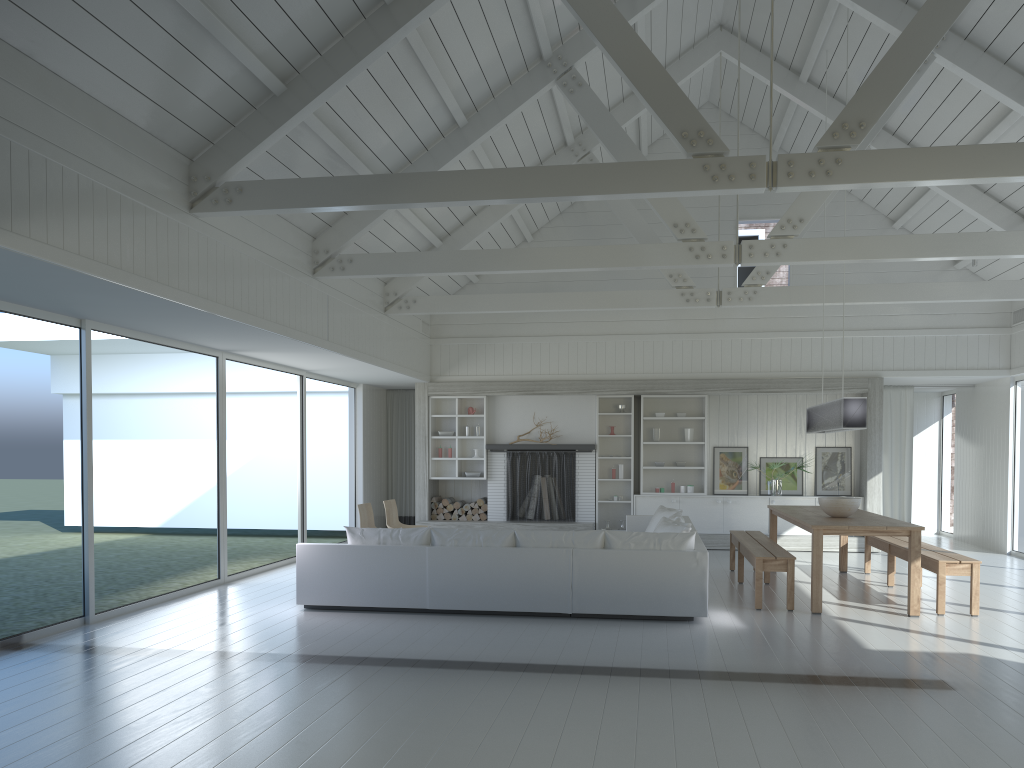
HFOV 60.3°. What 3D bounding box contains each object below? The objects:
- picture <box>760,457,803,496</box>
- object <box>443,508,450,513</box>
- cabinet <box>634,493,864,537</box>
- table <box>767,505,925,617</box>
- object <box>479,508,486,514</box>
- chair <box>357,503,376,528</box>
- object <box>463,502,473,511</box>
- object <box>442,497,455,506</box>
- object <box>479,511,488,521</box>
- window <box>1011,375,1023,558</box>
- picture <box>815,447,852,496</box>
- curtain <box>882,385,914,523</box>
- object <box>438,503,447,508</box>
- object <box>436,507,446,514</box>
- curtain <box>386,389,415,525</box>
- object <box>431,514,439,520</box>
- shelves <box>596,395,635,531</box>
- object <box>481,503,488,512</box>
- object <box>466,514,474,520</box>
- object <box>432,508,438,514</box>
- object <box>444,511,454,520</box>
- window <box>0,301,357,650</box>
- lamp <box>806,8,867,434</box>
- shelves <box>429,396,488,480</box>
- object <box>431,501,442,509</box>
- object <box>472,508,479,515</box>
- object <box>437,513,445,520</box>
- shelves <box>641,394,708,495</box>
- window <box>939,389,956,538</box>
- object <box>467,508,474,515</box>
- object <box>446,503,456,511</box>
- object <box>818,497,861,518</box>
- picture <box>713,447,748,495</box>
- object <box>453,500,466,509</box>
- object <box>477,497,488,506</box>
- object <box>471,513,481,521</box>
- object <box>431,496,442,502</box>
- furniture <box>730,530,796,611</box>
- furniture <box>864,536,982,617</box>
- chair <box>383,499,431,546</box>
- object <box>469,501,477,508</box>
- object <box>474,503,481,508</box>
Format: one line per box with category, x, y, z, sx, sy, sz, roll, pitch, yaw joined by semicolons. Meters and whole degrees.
picture;3.890;1.334;12.728;0.609;0.555;0.053;0;2;9
object;-0.963;1.927;13.503;0.080;0.080;0.478;0;-4;7
cabinet;3.383;1.892;12.831;3.181;0.553;0.653;-1;-2;9
table;3.221;1.692;8.870;0.906;0.764;2.950;0;-4;9
object;-0.427;1.921;13.417;0.080;0.080;0.478;0;-4;7
chair;-1.492;1.744;9.955;0.555;0.782;0.594;0;0;9
object;-0.647;1.870;13.458;0.109;0.110;0.494;0;-4;7
object;-0.969;1.802;13.508;0.110;0.111;0.494;0;-4;7
object;-0.400;2.005;13.423;0.110;0.111;0.494;0;-4;7
window;5.925;0.695;6.611;0.080;2.423;10.933;0;-4;9
picture;4.597;1.250;12.602;0.495;0.706;0.065;0;2;9
curtain;5.612;1.207;13.481;1.006;2.378;0.116;0;2;9
object;-1.043;1.845;13.507;0.080;0.080;0.478;0;-4;7
object;-1.054;1.937;13.525;0.109;0.110;0.494;0;-4;7
curtain;-1.768;1.272;14.521;0.630;2.378;0.116;0;2;8
object;-1.138;2.035;13.550;0.108;0.106;0.515;0;-4;7
shelves;1.544;1.187;13.127;0.540;2.006;0.603;0;1;9
object;-0.378;1.870;13.415;0.109;0.110;0.494;0;-4;7
object;-0.602;2.029;13.464;0.108;0.106;0.515;0;-4;7
object;-1.140;1.941;13.526;0.080;0.080;0.478;0;-4;7
object;-0.936;2.011;13.509;0.110;0.111;0.494;0;-4;7
window;-3.039;0.875;9.166;0.080;2.423;8.718;0;-4;9
lamp;3.204;-1.653;8.714;0.200;4.256;1.902;0;1;9
shelves;-0.768;0.819;13.356;0.865;1.243;0.548;0;1;9
object;-1.137;1.853;13.536;0.109;0.110;0.494;0;-4;7
object;-0.517;1.932;13.439;0.109;0.110;0.494;0;-4;7
object;-1.036;2.029;13.541;0.134;0.147;0.548;0;-4;9
shelves;2.376;0.901;12.985;0.939;1.448;0.604;0;1;9
window;7.226;1.318;14.542;0.037;2.435;0.943;0;1;9
object;-0.604;1.936;13.440;0.080;0.080;0.478;0;-4;7
object;-0.900;1.880;13.499;0.109;0.110;0.494;0;-4;7
object;3.135;1.183;8.440;0.389;0.185;0.390;0;-3;0
picture;3.184;1.265;12.828;0.495;0.706;0.065;0;2;9
object;-0.798;1.844;13.481;0.109;0.110;0.494;0;-4;7
object;-0.441;1.790;13.423;0.110;0.111;0.494;0;-4;7
object;-0.500;2.023;13.455;0.134;0.147;0.548;0;-4;9
object;-1.155;1.762;13.523;0.080;0.080;0.478;0;-4;7
furniture;2.504;1.846;8.984;0.340;0.472;2.682;0;-4;9
furniture;3.984;1.830;8.747;0.340;0.472;2.682;0;-4;9
chair;-1.313;1.804;10.717;0.555;0.782;0.594;0;0;9
object;-0.570;1.829;13.431;0.086;0.091;0.479;0;-4;8
object;-0.507;1.839;13.421;0.080;0.080;0.478;0;-4;7
